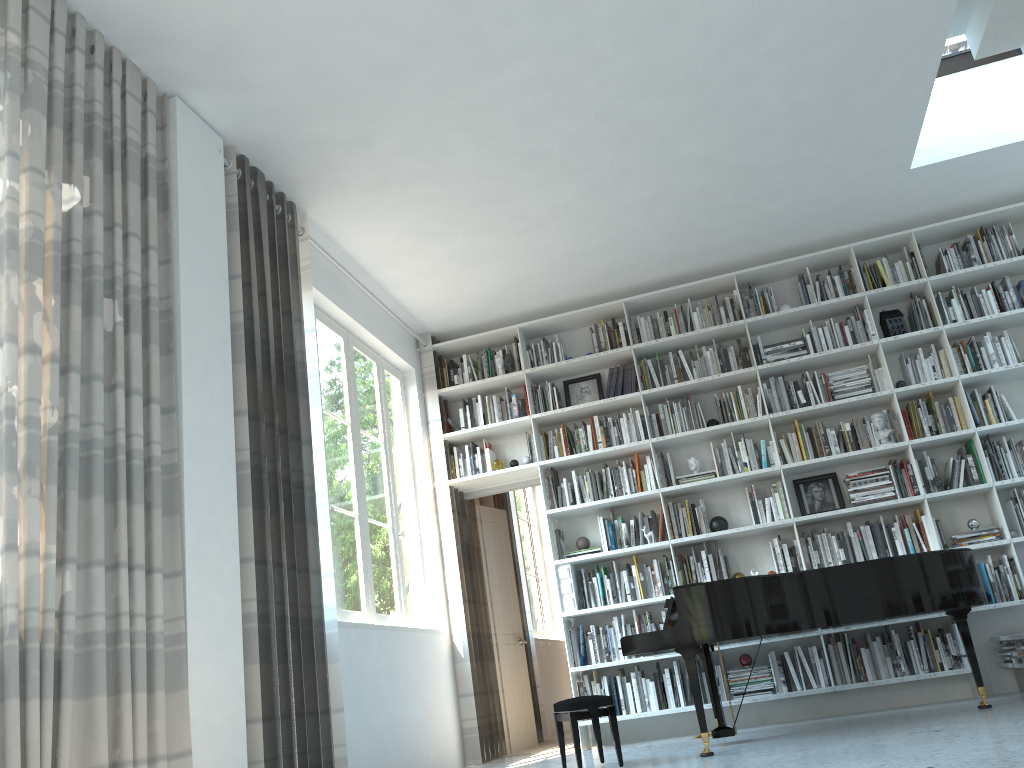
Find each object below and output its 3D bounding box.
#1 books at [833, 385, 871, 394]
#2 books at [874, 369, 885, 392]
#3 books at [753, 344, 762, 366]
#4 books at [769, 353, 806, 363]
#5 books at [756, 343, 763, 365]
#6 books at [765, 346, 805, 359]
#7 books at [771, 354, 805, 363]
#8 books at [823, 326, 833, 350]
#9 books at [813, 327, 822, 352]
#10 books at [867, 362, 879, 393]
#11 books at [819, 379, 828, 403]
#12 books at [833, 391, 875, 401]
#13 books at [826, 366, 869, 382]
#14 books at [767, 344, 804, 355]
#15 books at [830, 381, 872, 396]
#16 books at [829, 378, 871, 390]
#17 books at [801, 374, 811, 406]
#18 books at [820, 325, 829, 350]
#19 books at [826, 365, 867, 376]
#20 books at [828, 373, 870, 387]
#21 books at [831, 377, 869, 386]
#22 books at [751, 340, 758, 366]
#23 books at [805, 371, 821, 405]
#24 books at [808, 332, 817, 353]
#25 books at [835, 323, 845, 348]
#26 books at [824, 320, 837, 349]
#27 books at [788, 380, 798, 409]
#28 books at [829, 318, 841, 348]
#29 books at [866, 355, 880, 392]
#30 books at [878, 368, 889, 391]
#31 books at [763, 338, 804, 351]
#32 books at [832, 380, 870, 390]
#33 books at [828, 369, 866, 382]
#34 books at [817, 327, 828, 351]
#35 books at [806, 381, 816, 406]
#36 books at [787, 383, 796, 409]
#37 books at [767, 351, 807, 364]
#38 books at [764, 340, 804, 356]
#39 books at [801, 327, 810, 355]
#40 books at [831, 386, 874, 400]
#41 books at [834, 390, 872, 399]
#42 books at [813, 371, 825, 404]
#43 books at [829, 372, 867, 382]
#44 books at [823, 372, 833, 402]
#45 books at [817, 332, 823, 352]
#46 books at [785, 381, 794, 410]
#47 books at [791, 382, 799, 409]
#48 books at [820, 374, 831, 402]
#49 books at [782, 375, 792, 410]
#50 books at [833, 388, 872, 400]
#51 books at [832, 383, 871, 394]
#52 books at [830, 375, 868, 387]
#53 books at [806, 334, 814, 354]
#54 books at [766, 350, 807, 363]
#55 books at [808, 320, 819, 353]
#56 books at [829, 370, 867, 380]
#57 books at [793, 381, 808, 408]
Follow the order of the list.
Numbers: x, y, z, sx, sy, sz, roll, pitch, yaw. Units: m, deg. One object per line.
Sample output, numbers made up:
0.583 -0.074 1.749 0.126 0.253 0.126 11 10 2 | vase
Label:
2.410 0.061 6.300 0.254 0.012 0.161 -13 -20 14 | books
2.590 0.013 6.260 0.030 0.198 0.172 -13 -19 12 | books
1.811 -0.171 6.529 0.027 0.200 0.168 -13 -19 12 | books
2.009 -0.167 6.484 0.254 0.012 0.161 -12 -20 10 | books
1.833 -0.180 6.539 0.013 0.217 0.141 -13 -19 12 | books
2.004 -0.208 6.492 0.285 0.024 0.160 -15 -20 17 | books
2.010 -0.157 6.476 0.254 0.012 0.161 -15 -20 17 | books
2.293 -0.286 6.429 0.028 0.218 0.184 -13 -19 12 | books
2.221 -0.279 6.448 0.021 0.236 0.172 -13 -19 12 | books
2.551 -0.010 6.264 0.012 0.253 0.161 -13 -19 12 | books
2.227 0.086 6.345 0.024 0.215 0.133 -13 -19 12 | books
2.418 0.107 6.286 0.285 0.012 0.160 -13 -20 13 | books
2.389 -0.067 6.336 0.285 0.012 0.160 -11 -19 8 | books
2.001 -0.230 6.503 0.254 0.025 0.161 -11 -19 9 | books
2.408 0.040 6.310 0.285 0.012 0.160 -13 -20 13 | books
2.403 0.016 6.313 0.285 0.012 0.160 -14 -20 15 | books
2.119 0.078 6.382 0.022 0.284 0.131 -13 -19 12 | books
2.274 -0.291 6.446 0.012 0.243 0.132 -13 -19 12 | books
2.390 -0.076 6.347 0.285 0.012 0.160 -13 -20 14 | books
2.399 -0.017 6.329 0.285 0.012 0.160 -12 -20 12 | books
2.401 0.004 6.317 0.254 0.012 0.161 -12 -20 10 | books
1.795 -0.186 6.560 0.012 0.253 0.161 -13 -19 12 | books
2.166 0.064 6.368 0.049 0.290 0.162 -13 -19 12 | books
2.196 -0.258 6.476 0.024 0.222 0.129 -13 -19 12 | books
2.364 -0.307 6.404 0.023 0.222 0.191 -13 -19 12 | books
2.322 -0.312 6.450 0.029 0.272 0.141 -13 -19 12 | books
2.028 0.113 6.390 0.014 0.249 0.173 -13 -19 12 | books
2.341 -0.322 6.425 0.023 0.268 0.185 -13 -19 12 | books
2.562 -0.038 6.286 0.012 0.317 0.140 -13 -19 12 | books
2.619 0.005 6.260 0.030 0.204 0.159 -13 -19 12 | books
1.997 -0.273 6.527 0.285 0.024 0.160 -13 -20 12 | books
2.406 0.028 6.313 0.254 0.012 0.161 -13 -20 13 | books
2.394 -0.052 6.343 0.254 0.012 0.161 -13 -20 12 | books
2.254 -0.277 6.435 0.027 0.215 0.190 -13 -19 12 | books
2.144 0.104 6.360 0.024 0.216 0.148 -13 -19 12 | books
2.017 0.125 6.394 0.014 0.232 0.147 -13 -19 12 | books
2.008 -0.178 6.488 0.285 0.012 0.160 -12 -20 10 | books
1.999 -0.251 6.515 0.285 0.024 0.160 -13 -20 14 | books
2.147 -0.270 6.468 0.012 0.253 0.161 -13 -19 12 | books
2.411 0.072 6.294 0.285 0.012 0.160 -12 -20 10 | books
2.417 0.097 6.292 0.254 0.012 0.161 -13 -20 12 | books
2.198 0.062 6.344 0.021 0.268 0.192 -13 -19 12 | books
2.395 -0.031 6.325 0.254 0.012 0.161 -15 -20 17 | books
2.251 0.059 6.323 0.013 0.246 0.177 -13 -19 12 | books
2.241 -0.263 6.450 0.011 0.203 0.133 -13 -19 12 | books
2.004 0.119 6.399 0.011 0.251 0.153 -13 -19 12 | books
2.041 0.116 6.387 0.011 0.238 0.148 -13 -19 12 | books
2.241 0.066 6.338 0.015 0.244 0.183 -13 -19 12 | books
1.990 0.098 6.407 0.011 0.299 0.180 -13 -19 12 | books
2.414 0.084 6.294 0.254 0.012 0.161 -12 -20 12 | books
2.409 0.050 6.304 0.254 0.012 0.161 -12 -20 11 | books
2.400 -0.007 6.323 0.254 0.012 0.161 -13 -20 14 | books
2.168 -0.244 6.449 0.025 0.187 0.194 -13 -19 12 | books
2.007 -0.189 6.494 0.285 0.012 0.160 -12 -20 11 | books
2.198 -0.302 6.444 0.011 0.283 0.190 -13 -19 12 | books
2.395 -0.042 6.335 0.254 0.012 0.161 -13 -20 14 | books
2.077 0.107 6.372 0.066 0.236 0.154 -13 -19 12 | books
